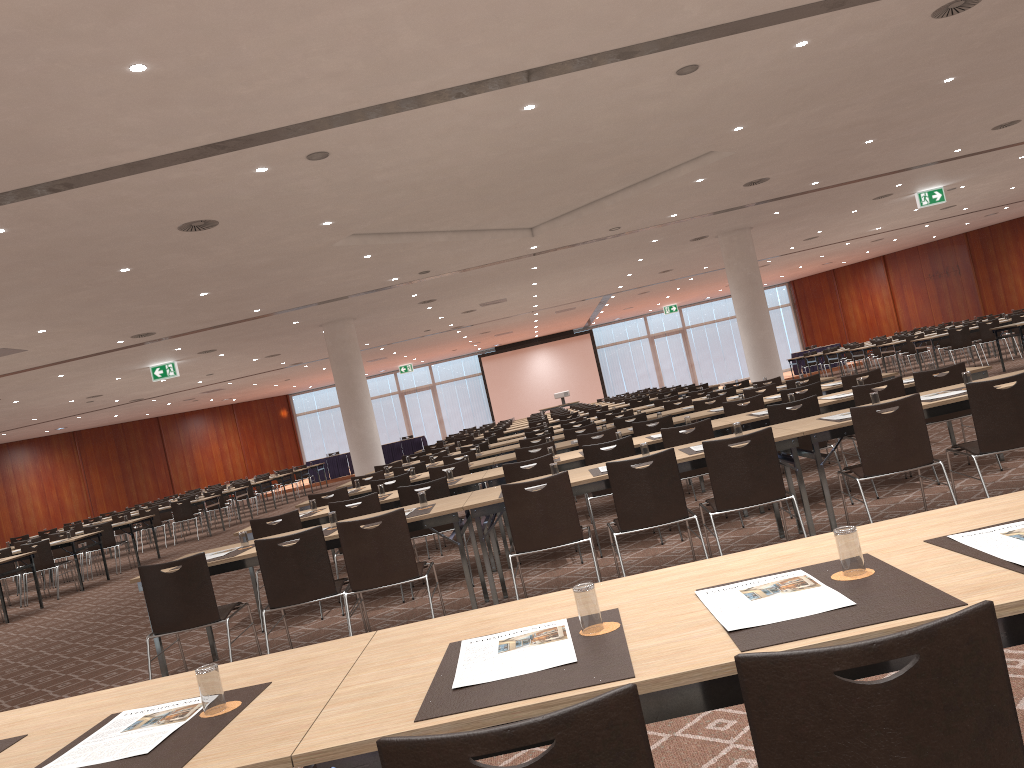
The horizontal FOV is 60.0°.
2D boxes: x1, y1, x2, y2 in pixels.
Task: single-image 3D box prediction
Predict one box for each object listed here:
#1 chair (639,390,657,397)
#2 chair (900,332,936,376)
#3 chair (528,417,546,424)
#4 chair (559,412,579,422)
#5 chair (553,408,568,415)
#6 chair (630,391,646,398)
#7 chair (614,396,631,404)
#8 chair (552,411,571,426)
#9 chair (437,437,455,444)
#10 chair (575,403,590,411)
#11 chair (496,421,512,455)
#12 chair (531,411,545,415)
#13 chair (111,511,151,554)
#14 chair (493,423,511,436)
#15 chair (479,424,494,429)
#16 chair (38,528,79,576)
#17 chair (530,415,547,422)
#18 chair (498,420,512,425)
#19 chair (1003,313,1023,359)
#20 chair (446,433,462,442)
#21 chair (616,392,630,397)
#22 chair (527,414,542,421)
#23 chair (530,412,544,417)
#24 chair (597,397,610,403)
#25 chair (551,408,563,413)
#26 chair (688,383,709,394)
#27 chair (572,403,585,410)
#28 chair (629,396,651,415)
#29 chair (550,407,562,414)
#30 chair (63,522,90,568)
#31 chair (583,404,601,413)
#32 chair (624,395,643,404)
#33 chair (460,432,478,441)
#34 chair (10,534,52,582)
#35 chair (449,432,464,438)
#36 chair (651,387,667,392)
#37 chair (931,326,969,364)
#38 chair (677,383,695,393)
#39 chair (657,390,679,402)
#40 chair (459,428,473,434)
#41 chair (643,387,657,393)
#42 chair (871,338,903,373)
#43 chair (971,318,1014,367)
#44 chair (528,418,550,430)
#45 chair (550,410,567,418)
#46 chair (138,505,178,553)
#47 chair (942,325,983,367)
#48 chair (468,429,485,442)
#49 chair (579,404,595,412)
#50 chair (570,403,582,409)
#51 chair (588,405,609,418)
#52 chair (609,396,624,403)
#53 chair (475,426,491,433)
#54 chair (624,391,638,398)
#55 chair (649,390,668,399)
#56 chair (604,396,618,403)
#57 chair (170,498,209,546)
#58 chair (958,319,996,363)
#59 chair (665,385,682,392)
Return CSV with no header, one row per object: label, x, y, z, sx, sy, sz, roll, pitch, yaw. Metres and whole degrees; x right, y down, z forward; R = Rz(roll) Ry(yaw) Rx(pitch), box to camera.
chair,3.609,0.668,23.056,0.536,0.939,0.614,-13,-1,4
chair,9.557,-0.705,20.979,0.536,0.939,0.614,-13,-1,3
chair,0.697,1.278,21.138,0.535,0.939,0.614,-13,-1,1
chair,1.316,1.098,19.196,0.535,0.939,0.614,-13,-1,1
chair,1.456,1.194,25.153,0.535,0.939,0.614,-13,-1,0
chair,3.641,0.705,25.090,0.535,0.939,0.614,-13,-1,-1
chair,2.963,0.815,23.151,0.536,0.939,0.614,-13,-1,3
chair,1.260,1.152,21.157,0.535,0.939,0.614,-13,-1,0
chair,-1.474,1.765,21.235,0.536,0.939,0.614,-13,-1,2
chair,2.075,1.056,25.177,0.535,0.939,0.614,-13,-1,-1
chair,-0.115,1.546,25.197,0.536,0.939,0.614,-13,-1,4
chair,0.948,1.394,29.169,0.536,0.939,0.614,-13,-1,2
chair,-8.419,3.279,19.491,0.536,0.939,0.613,-13,-1,4
chair,-0.176,1.516,23.164,0.535,0.939,0.614,-13,-1,-1
chair,-0.679,1.715,27.180,0.535,0.939,0.614,-13,-1,0
chair,-10.012,3.635,19.477,0.536,0.939,0.614,-13,-1,3
chair,0.798,1.299,23.171,0.536,0.939,0.614,-13,-1,3
chair,-0.112,1.588,27.198,0.536,0.939,0.614,-13,-1,4
chair,10.807,-1.031,18.802,0.535,0.939,0.614,-13,-1,1
chair,-1.423,1.797,23.276,0.535,0.939,0.614,-13,-1,-1
chair,3.713,0.775,29.132,0.535,0.939,0.614,-13,-1,0
chair,0.738,1.354,25.138,0.536,0.939,0.614,-13,-1,3
chair,0.873,1.369,27.212,0.536,0.939,0.613,-13,-1,4
chair,3.074,0.917,29.073,0.535,0.939,0.614,-13,-1,0
chair,1.504,1.226,27.152,0.536,0.939,0.613,-13,-1,4
chair,4.087,0.477,19.117,0.536,0.939,0.613,-13,-1,4
chair,2.136,1.084,27.099,0.536,0.939,0.613,-13,-1,4
chair,2.812,0.762,19.112,0.535,0.939,0.614,-13,-1,0
chair,1.547,1.259,29.117,0.535,0.939,0.614,-13,-1,1
chair,-9.415,3.499,19.379,0.536,0.939,0.614,-13,-1,3
chair,1.989,0.990,21.178,0.535,0.939,0.614,-13,-1,-1
chair,2.960,0.771,21.073,0.535,0.939,0.614,-13,-1,0
chair,-0.922,1.641,21.184,0.536,0.939,0.614,-13,-1,4
chair,-10.586,3.762,19.413,0.536,0.939,0.613,-13,-1,4
chair,-1.472,1.850,25.201,0.536,0.939,0.614,-13,-1,3
chair,4.229,0.572,25.039,0.536,0.939,0.614,-13,-1,3
chair,10.214,-0.855,20.820,0.536,0.939,0.614,-13,-1,3
chair,4.204,0.492,21.038,0.536,0.939,0.614,-13,-1,3
chair,3.411,0.627,19.060,0.535,0.939,0.614,-13,-1,0
chair,-1.308,1.857,27.274,0.535,0.939,0.614,-13,-1,-1
chair,4.284,0.604,27.073,0.535,0.939,0.614,-13,-1,1
chair,9.660,-0.685,22.977,0.535,0.939,0.614,-13,-1,1
chair,10.171,-0.887,18.902,0.536,0.939,0.614,-13,-1,3
chair,0.671,1.241,19.173,0.536,0.939,0.614,-13,-1,2
chair,1.313,1.184,23.198,0.536,0.939,0.614,-13,-1,2
chair,-7.766,3.130,19.332,0.535,0.939,0.614,-13,-1,0
chair,9.507,-0.740,18.839,0.536,0.939,0.614,-13,-1,4
chair,-0.820,1.661,23.217,0.536,0.939,0.613,-13,-1,4
chair,2.039,1.020,23.100,0.535,0.939,0.614,-13,-1,1
chair,2.207,1.113,29.175,0.536,0.939,0.614,-13,-1,4
chair,1.942,0.956,19.102,0.536,0.939,0.614,-13,-1,3
chair,3.042,0.838,25.073,0.535,0.939,0.614,-13,-1,1
chair,-0.720,1.683,25.257,0.535,0.939,0.614,-13,-1,1
chair,3.707,0.732,27.054,0.536,0.939,0.614,-13,-1,2
chair,3.554,0.638,21.091,0.535,0.939,0.614,-13,-1,1
chair,3.125,0.864,27.148,0.536,0.939,0.614,-13,-1,3
chair,-7.101,2.983,19.394,0.535,0.939,0.614,-13,-1,0
chair,10.870,-1.001,20.882,0.535,0.939,0.614,-13,-1,0
chair,4.261,0.523,23.072,0.535,0.939,0.614,-13,-1,1
